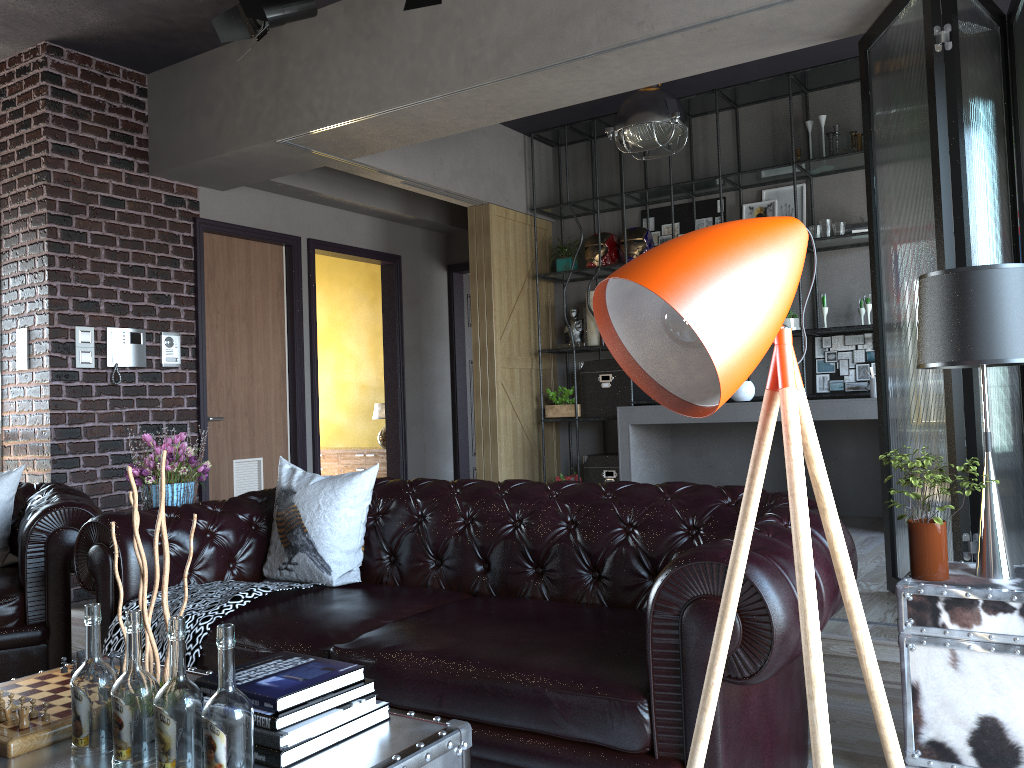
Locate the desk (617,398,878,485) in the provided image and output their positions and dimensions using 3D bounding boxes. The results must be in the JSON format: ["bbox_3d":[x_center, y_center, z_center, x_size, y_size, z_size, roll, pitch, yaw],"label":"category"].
[{"bbox_3d":[1.937,0.571,6.533,2.128,0.886,0.844,-3,-2,33],"label":"desk"}]

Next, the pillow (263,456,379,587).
[{"bbox_3d":[-0.746,0.514,3.429,0.528,0.469,0.283,-3,-3,36],"label":"pillow"}]

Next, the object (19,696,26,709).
[{"bbox_3d":[-1.044,0.684,1.890,0.017,0.037,0.017,-3,-2,27],"label":"object"}]

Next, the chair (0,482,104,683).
[{"bbox_3d":[-2.567,0.880,3.828,1.493,0.845,1.244,-1,-2,-27],"label":"chair"}]

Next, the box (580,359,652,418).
[{"bbox_3d":[0.872,0.032,7.428,0.488,0.481,0.374,-3,-2,33],"label":"box"}]

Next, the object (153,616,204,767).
[{"bbox_3d":[-0.609,0.573,1.619,0.088,0.290,0.084,-4,-3,38],"label":"object"}]

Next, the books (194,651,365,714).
[{"bbox_3d":[-0.478,0.612,1.834,0.251,0.030,0.236,-3,-2,35],"label":"books"}]

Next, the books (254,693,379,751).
[{"bbox_3d":[-0.483,0.666,1.822,0.315,0.026,0.270,-3,-2,33],"label":"books"}]

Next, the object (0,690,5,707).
[{"bbox_3d":[-1.118,0.688,1.939,0.017,0.037,0.017,-3,-2,27],"label":"object"}]

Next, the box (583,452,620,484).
[{"bbox_3d":[0.900,0.817,7.395,0.488,0.481,0.374,-3,-2,33],"label":"box"}]

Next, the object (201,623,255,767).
[{"bbox_3d":[-0.495,0.567,1.545,0.088,0.290,0.084,-4,-3,38],"label":"object"}]

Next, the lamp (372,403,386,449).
[{"bbox_3d":[-1.171,0.707,8.545,0.291,1.045,0.441,-2,-2,6],"label":"lamp"}]

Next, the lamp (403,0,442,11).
[{"bbox_3d":[-0.414,-1.972,4.041,0.359,0.526,0.540,-3,-2,18],"label":"lamp"}]

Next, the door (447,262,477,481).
[{"bbox_3d":[0.171,0.066,8.935,1.149,2.545,1.128,-3,-3,33],"label":"door"}]

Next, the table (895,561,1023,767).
[{"bbox_3d":[1.299,0.821,2.399,0.405,0.609,0.417,-3,-3,33],"label":"table"}]

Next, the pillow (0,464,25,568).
[{"bbox_3d":[-2.490,0.597,3.981,0.541,0.502,0.290,-1,-2,-19],"label":"pillow"}]

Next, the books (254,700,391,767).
[{"bbox_3d":[-0.475,0.697,1.831,0.324,0.035,0.305,-3,-2,33],"label":"books"}]

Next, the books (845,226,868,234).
[{"bbox_3d":[2.563,-1.120,6.470,0.243,0.024,0.175,-3,-2,29],"label":"books"}]

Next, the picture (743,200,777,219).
[{"bbox_3d":[1.941,-1.224,6.944,0.267,0.414,0.101,-3,-3,33],"label":"picture"}]

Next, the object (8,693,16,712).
[{"bbox_3d":[-1.080,0.686,1.913,0.017,0.037,0.017,-3,-2,27],"label":"object"}]

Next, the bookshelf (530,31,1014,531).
[{"bbox_3d":[2.223,-0.629,6.574,4.481,3.285,0.526,-3,-3,33],"label":"bookshelf"}]

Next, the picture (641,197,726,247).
[{"bbox_3d":[1.418,-1.253,7.371,0.749,0.503,0.058,-3,-3,33],"label":"picture"}]

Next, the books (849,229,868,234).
[{"bbox_3d":[2.552,-1.096,6.474,0.166,0.024,0.227,-2,-2,12],"label":"books"}]

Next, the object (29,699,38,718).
[{"bbox_3d":[-1.009,0.682,1.868,0.017,0.037,0.017,-3,-2,27],"label":"object"}]

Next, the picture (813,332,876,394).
[{"bbox_3d":[2.574,-0.158,6.559,0.665,0.447,0.051,-3,-3,33],"label":"picture"}]

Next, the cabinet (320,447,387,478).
[{"bbox_3d":[-1.566,1.014,8.792,1.431,0.750,0.408,-3,-2,33],"label":"cabinet"}]

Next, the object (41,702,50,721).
[{"bbox_3d":[-0.970,0.680,1.843,0.017,0.037,0.017,-3,-2,27],"label":"object"}]

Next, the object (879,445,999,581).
[{"bbox_3d":[1.160,0.347,2.448,0.297,0.363,0.270,-2,-2,-12],"label":"object"}]

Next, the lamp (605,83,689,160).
[{"bbox_3d":[0.865,-2.060,5.802,0.534,1.149,0.515,-2,-2,10],"label":"lamp"}]

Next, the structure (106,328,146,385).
[{"bbox_3d":[-2.512,-0.178,5.804,0.068,0.370,0.279,-4,-3,33],"label":"structure"}]

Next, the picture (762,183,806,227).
[{"bbox_3d":[2.110,-1.282,6.886,0.331,0.515,0.119,-3,-3,33],"label":"picture"}]

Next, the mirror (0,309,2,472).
[{"bbox_3d":[-3.720,-0.332,5.991,1.047,3.463,0.050,-4,-3,33],"label":"mirror"}]

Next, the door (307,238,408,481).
[{"bbox_3d":[-1.747,0.108,7.946,1.098,2.545,1.149,-4,-3,33],"label":"door"}]

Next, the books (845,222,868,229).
[{"bbox_3d":[2.551,-1.146,6.470,0.225,0.029,0.179,-3,-2,25],"label":"books"}]

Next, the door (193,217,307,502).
[{"bbox_3d":[-2.016,0.087,6.727,0.219,2.541,1.002,-4,-3,33],"label":"door"}]

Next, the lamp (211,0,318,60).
[{"bbox_3d":[-1.276,-1.932,4.598,0.559,0.513,0.359,-1,-3,-37],"label":"lamp"}]

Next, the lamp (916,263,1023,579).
[{"bbox_3d":[1.300,0.107,2.429,0.333,0.832,0.333,-4,-3,36],"label":"lamp"}]

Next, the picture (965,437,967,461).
[{"bbox_3d":[3.076,0.453,5.944,0.172,0.190,0.036,-3,-3,33],"label":"picture"}]

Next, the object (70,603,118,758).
[{"bbox_3d":[-0.831,0.585,1.763,0.088,0.290,0.084,-4,-3,38],"label":"object"}]

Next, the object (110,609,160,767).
[{"bbox_3d":[-0.718,0.579,1.690,0.088,0.290,0.084,-4,-3,38],"label":"object"}]

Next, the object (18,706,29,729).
[{"bbox_3d":[-0.994,0.678,1.804,0.019,0.040,0.019,-4,-3,37],"label":"object"}]

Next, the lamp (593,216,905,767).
[{"bbox_3d":[2.030,0.364,2.040,3.832,1.457,0.582,-2,-2,-15],"label":"lamp"}]

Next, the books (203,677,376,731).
[{"bbox_3d":[-0.477,0.640,1.833,0.282,0.026,0.266,-3,-2,35],"label":"books"}]

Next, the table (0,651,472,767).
[{"bbox_3d":[-0.772,0.952,1.872,1.254,0.470,0.684,-3,-2,33],"label":"table"}]

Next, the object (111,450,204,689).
[{"bbox_3d":[-0.755,0.435,1.894,0.156,0.583,0.185,-4,-3,33],"label":"object"}]
